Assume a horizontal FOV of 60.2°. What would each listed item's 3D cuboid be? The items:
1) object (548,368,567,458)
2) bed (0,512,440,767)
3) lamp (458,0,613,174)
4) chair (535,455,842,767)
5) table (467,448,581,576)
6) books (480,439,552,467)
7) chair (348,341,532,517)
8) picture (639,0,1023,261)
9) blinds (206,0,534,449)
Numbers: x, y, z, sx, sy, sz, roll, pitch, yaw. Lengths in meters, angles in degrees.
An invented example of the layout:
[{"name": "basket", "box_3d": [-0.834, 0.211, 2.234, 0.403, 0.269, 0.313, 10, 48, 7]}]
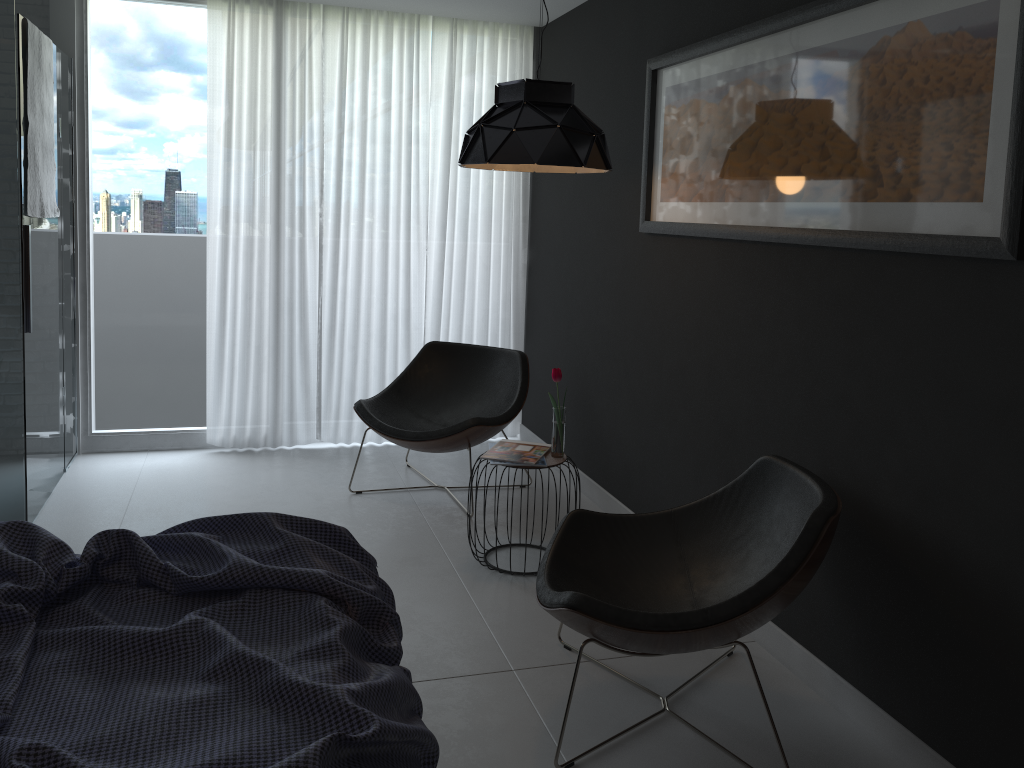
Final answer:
[{"name": "object", "box_3d": [0.180, 0.116, 3.502, 0.066, 0.352, 0.077, 4, 6, 15]}, {"name": "bed", "box_3d": [-1.373, 0.071, 1.299, 2.608, 2.024, 2.587, -1, 10, -17]}, {"name": "lamp", "box_3d": [0.106, -1.273, 3.357, 0.583, 0.895, 0.614, 2, 8, 1]}, {"name": "chair", "box_3d": [0.473, 0.590, 2.504, 0.814, 0.685, 0.799, 3, 9, 4]}, {"name": "table", "box_3d": [0.048, 0.499, 3.554, 0.452, 0.431, 0.454, -5, 11, -39]}, {"name": "books", "box_3d": [-3.065, 0.804, 1.127, 8.262, 0.369, 0.409, -6, 12, -38]}, {"name": "chair", "box_3d": [-0.334, 0.184, 4.436, 0.792, 0.685, 0.820, 6, 10, 25]}, {"name": "picture", "box_3d": [0.853, -0.819, 2.838, 0.041, 0.715, 1.972, 0, 10, -17]}, {"name": "blinds", "box_3d": [-0.778, -0.979, 5.076, 1.852, 2.673, 0.138, 0, 6, -17]}]
